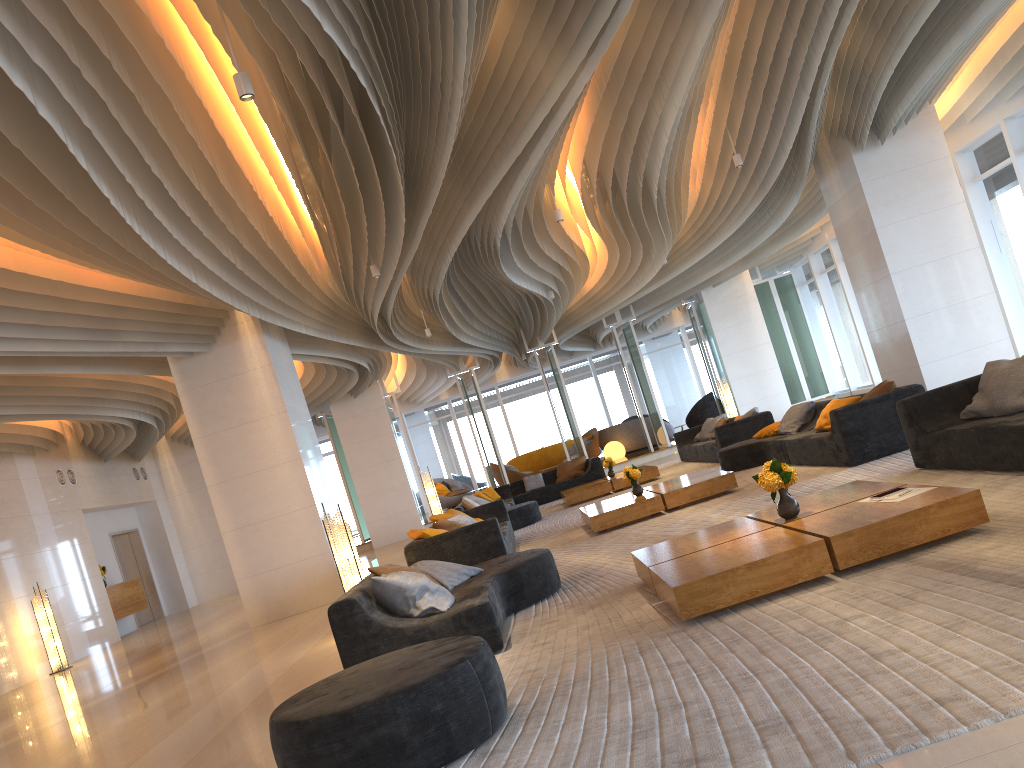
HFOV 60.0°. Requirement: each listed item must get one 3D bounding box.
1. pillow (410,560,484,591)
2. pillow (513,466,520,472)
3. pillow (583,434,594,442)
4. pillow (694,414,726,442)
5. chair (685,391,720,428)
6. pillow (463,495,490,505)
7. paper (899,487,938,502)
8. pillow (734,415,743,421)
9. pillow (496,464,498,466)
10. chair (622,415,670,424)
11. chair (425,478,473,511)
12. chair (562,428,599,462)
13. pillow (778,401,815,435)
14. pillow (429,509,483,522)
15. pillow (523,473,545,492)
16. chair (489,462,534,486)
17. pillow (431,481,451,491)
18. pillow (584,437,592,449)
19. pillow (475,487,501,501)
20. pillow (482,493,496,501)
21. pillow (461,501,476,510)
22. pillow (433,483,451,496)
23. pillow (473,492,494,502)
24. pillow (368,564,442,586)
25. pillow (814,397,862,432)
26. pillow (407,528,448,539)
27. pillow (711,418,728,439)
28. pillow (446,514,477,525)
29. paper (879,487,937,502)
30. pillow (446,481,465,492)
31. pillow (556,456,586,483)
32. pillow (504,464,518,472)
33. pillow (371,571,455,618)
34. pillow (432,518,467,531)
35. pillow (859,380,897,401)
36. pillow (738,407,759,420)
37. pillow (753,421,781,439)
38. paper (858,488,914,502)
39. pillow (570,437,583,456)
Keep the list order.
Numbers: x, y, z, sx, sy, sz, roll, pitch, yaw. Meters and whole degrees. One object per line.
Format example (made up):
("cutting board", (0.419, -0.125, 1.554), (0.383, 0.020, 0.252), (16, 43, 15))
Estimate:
("pillow", (-0.530, 1.388, 6.525), (0.468, 0.246, 0.432), (-20, -4, 34))
("pillow", (-0.041, 2.344, 24.317), (0.461, 0.408, 0.507), (-19, -3, 21))
("pillow", (2.108, 1.652, 24.686), (0.374, 0.421, 0.603), (-16, -4, -23))
("pillow", (3.713, 0.834, 16.688), (0.550, 0.377, 0.636), (-16, -4, -23))
("chair", (5.526, 0.753, 25.022), (1.529, 1.004, 1.130), (-16, -3, -29))
("pillow", (-0.599, 2.150, 16.107), (0.547, 0.376, 0.652), (-17, -4, -6))
("paper", (2.154, 0.604, 4.830), (0.261, 0.001, 0.190), (-16, -5, -14))
("pillow", (3.691, 0.696, 14.619), (0.322, 0.312, 0.409), (-17, -3, 1))
("pillow", (-0.296, 2.347, 23.969), (0.372, 0.421, 0.607), (-17, -3, -3))
("chair", (4.007, 1.352, 26.469), (1.525, 1.004, 1.133), (-16, -3, -19))
("chair", (-1.845, 3.153, 26.045), (1.128, 1.004, 1.532), (-20, -4, 41))
("chair", (1.919, 1.851, 24.607), (1.140, 1.003, 1.516), (-17, -4, -14))
("pillow", (3.611, 0.475, 11.281), (0.462, 0.416, 0.666), (-17, -4, -1))
("pillow", (-0.669, 1.763, 11.375), (0.544, 0.377, 0.643), (-19, -4, 21))
("pillow", (0.444, 2.003, 18.042), (0.407, 0.312, 0.323), (-17, -3, 1))
("chair", (-0.016, 2.404, 23.958), (1.134, 1.003, 1.524), (-18, -3, 6))
("pillow", (-2.071, 3.091, 26.199), (0.369, 0.421, 0.611), (-19, -4, 32))
("pillow", (2.006, 1.698, 24.276), (0.463, 0.408, 0.505), (-17, -3, 1))
("pillow", (-0.495, 2.271, 18.003), (0.411, 0.315, 0.339), (-16, -3, -30))
("pillow", (-0.480, 2.175, 16.604), (0.333, 0.318, 0.409), (-16, -4, -33))
("pillow", (-0.628, 2.013, 14.301), (0.328, 0.310, 0.425), (-17, -3, 0))
("pillow", (-2.089, 3.081, 25.793), (0.470, 0.453, 0.625), (-18, -3, 15))
("pillow", (-0.556, 2.157, 16.446), (0.327, 0.334, 0.420), (-16, -4, -36))
("pillow", (-0.713, 1.377, 6.178), (0.397, 0.391, 0.606), (-17, -3, 1))
("pillow", (3.607, 0.375, 9.862), (0.450, 0.393, 0.638), (-17, -4, -2))
("pillow", (-0.688, 1.552, 8.794), (0.550, 0.377, 0.636), (-16, -4, -23))
("pillow", (3.700, 0.797, 15.845), (0.322, 0.312, 0.408), (-17, -3, -3))
("pillow", (-0.588, 1.724, 10.478), (0.420, 0.376, 0.588), (-17, -3, 1))
("paper", (2.154, 0.603, 4.830), (0.257, 0.001, 0.185), (-16, -5, -15))
("pillow", (-1.675, 3.028, 26.347), (0.508, 0.408, 0.461), (-15, -4, -34))
("pillow", (1.205, 1.739, 18.086), (0.635, 0.377, 0.551), (-19, -4, 20))
("pillow", (-0.088, 2.272, 23.632), (0.474, 0.453, 0.619), (-16, -3, -20))
("pillow", (-0.617, 1.287, 5.542), (0.457, 0.344, 0.565), (-17, -4, -3))
("pillow", (-0.607, 1.602, 9.439), (0.444, 0.409, 0.603), (-17, -3, 1))
("pillow", (3.656, 0.207, 9.014), (0.544, 0.377, 0.643), (-19, -4, 21))
("pillow", (3.694, 0.623, 14.107), (0.544, 0.377, 0.643), (-19, -4, 21))
("pillow", (3.529, 0.601, 11.798), (0.591, 0.192, 0.446), (-14, -5, -37))
("paper", (2.125, 0.629, 5.032), (0.257, 0.001, 0.186), (-17, -5, -9))
("pillow", (1.810, 1.785, 24.925), (0.476, 0.453, 0.617), (-15, -4, -40))
